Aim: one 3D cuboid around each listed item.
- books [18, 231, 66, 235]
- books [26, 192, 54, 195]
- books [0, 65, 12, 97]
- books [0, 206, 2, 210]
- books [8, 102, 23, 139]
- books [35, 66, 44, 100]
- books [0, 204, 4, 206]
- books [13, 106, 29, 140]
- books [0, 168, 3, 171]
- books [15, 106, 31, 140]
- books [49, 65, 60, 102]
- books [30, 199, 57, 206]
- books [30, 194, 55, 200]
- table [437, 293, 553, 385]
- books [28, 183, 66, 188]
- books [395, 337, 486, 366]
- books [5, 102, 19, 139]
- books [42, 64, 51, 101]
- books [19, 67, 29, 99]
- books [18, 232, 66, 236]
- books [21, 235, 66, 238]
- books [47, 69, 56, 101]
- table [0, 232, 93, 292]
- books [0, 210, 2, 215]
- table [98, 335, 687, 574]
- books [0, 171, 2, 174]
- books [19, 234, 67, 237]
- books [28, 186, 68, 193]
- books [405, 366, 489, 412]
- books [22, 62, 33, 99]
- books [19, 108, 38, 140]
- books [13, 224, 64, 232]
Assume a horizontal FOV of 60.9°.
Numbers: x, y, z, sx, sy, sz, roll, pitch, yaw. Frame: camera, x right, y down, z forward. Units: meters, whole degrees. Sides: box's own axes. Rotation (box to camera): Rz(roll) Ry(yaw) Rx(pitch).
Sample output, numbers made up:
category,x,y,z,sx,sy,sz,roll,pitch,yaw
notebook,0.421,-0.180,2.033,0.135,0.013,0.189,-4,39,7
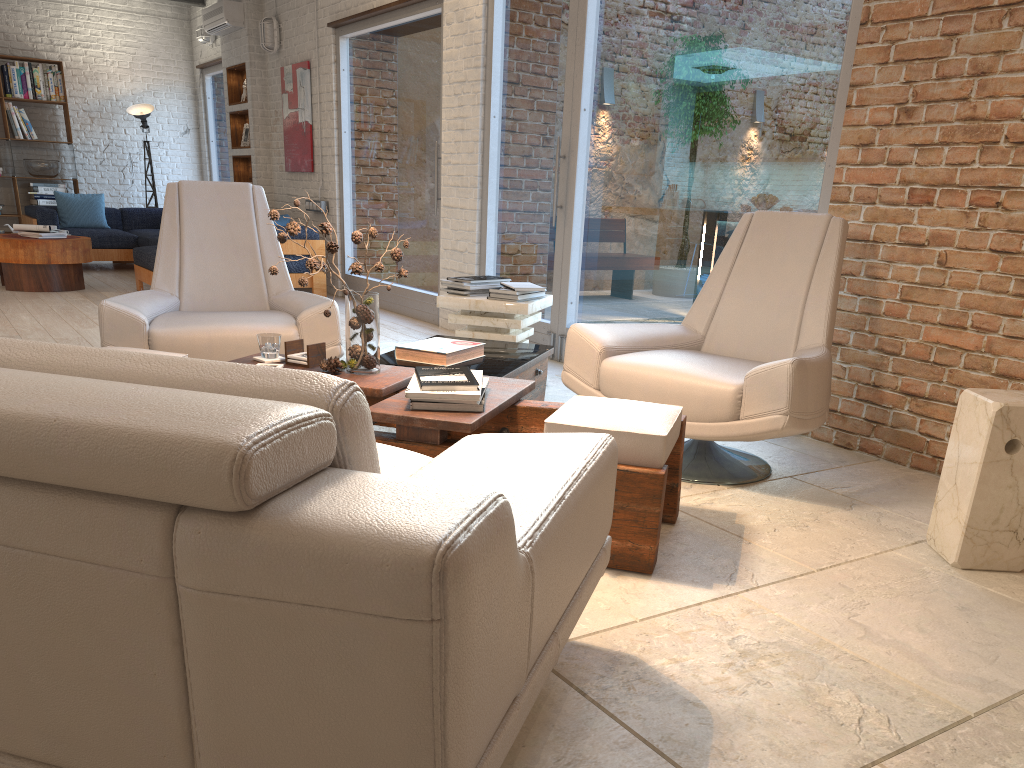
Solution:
category,x,y,z,sx,sy,sz,roll,pitch,yaw
books,-4.262,-1.372,7.907,0.313,0.011,0.244,10,14,29
books,-5.589,-2.294,10.494,0.439,0.022,0.261,-5,15,-32
books,-5.770,-3.440,9.939,0.055,0.347,0.244,-11,22,-33
books,-6.196,-2.071,10.204,0.375,0.038,0.234,-5,15,-32
books,-5.755,-3.039,10.087,0.102,0.404,0.234,-11,23,-32
books,-5.478,-3.476,10.103,0.020,0.378,0.261,-11,23,-33
books,-6.176,-2.097,10.194,0.373,0.019,0.236,-8,16,-39
books,-5.717,-3.029,10.129,0.123,0.367,0.261,-11,22,-32
books,-6.120,-2.489,10.062,0.373,0.038,0.236,-7,16,-38
books,-5.704,-3.032,10.147,0.123,0.367,0.261,-11,22,-32
books,-5.344,-3.501,10.182,0.036,0.404,0.234,-11,23,-33
books,-5.583,-2.196,10.536,0.237,0.068,0.371,15,17,42
books,-5.597,-2.252,10.490,0.321,0.059,0.246,-7,16,-38
table,-0.092,-0.224,4.750,0.492,0.531,0.471,8,18,15
books,-5.589,-2.389,10.472,0.375,0.038,0.234,-5,15,-32
books,-0.302,-0.140,3.714,0.251,0.059,0.314,9,14,26
books,-5.800,-3.042,10.085,0.100,0.404,0.234,-11,23,-32
books,-5.423,-3.494,10.133,0.036,0.404,0.234,-11,23,-33
books,-5.627,-3.452,10.028,0.055,0.347,0.244,-11,22,-33
books,-4.267,-1.363,7.918,0.314,0.011,0.243,9,14,25
books,-4.262,-1.343,7.932,0.312,0.011,0.245,11,15,34
books,-5.382,-3.470,10.163,0.055,0.347,0.244,-11,22,-33
table,-4.643,-1.209,8.384,1.067,0.471,1.752,-5,15,-28
books,-6.176,-2.025,10.225,0.325,0.059,0.243,-3,14,-23
table,-0.395,0.090,3.417,2.191,0.453,1.882,7,13,17
books,-6.135,-2.453,10.075,0.374,0.038,0.235,-7,16,-37
books,-4.272,-1.357,7.939,0.314,0.011,0.243,9,14,25
books,-5.589,-2.340,10.497,0.373,0.068,0.236,-7,16,-38
books,-0.199,0.009,2.801,0.250,0.078,0.380,2,13,-2
books,-5.575,-3.479,10.027,0.036,0.404,0.234,-11,23,-33
books,-5.656,-3.024,10.164,0.156,0.347,0.244,-10,22,-32
books,-4.315,-1.400,7.957,0.322,0.115,0.259,2,14,-1
